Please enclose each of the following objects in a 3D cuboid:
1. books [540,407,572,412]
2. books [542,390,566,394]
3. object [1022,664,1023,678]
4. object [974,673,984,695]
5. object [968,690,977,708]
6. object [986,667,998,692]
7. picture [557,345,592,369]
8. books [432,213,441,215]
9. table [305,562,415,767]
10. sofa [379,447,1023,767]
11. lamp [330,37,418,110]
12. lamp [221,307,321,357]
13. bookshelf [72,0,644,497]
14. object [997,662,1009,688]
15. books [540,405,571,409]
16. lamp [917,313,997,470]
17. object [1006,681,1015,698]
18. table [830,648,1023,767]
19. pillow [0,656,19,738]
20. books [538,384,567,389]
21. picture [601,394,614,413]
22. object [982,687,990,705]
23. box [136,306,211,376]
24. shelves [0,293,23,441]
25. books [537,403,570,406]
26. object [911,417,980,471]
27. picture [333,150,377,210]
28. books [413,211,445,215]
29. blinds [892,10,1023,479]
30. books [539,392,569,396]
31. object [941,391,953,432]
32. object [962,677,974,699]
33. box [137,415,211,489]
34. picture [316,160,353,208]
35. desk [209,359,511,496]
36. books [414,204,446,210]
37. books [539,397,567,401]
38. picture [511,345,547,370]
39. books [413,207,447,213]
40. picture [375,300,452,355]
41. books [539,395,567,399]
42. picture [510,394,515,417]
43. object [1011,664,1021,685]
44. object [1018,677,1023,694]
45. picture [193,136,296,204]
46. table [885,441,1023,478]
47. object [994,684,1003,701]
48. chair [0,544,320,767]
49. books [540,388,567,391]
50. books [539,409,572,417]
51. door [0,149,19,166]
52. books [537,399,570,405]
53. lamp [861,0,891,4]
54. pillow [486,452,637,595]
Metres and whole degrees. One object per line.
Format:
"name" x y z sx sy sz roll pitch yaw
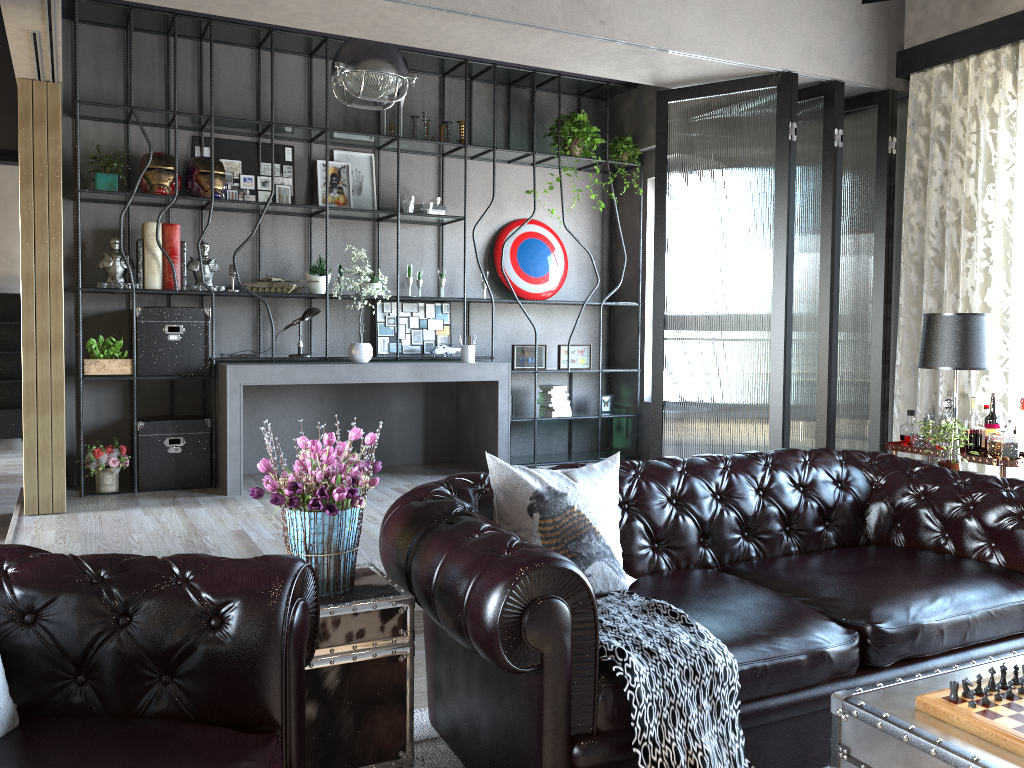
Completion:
"books" 0.374 0.216 7.698 0.175 0.023 0.249 -1 4 -31
"books" 0.364 0.065 7.686 0.162 0.023 0.231 0 3 -11
"object" 1.256 0.700 2.158 0.026 0.044 0.026 1 3 18
"object" 1.096 0.701 2.079 0.022 0.047 0.022 1 3 18
"object" 1.040 0.711 2.003 0.017 0.037 0.017 3 4 44
"object" 1.137 0.697 2.100 0.025 0.055 0.025 1 3 18
"picture" 0.540 -0.234 7.662 0.313 0.212 0.048 -1 3 -27
"books" -0.678 -1.362 7.259 0.179 0.034 0.243 -3 5 -43
"table" -0.534 0.872 2.523 0.417 0.609 0.406 -1 3 -27
"sofa" 0.811 0.731 3.193 2.566 0.838 1.240 -1 4 -27
"lamp" -0.899 -2.291 5.430 0.515 1.148 0.534 3 4 41
"lamp" -1.804 -0.394 6.667 0.740 0.371 0.205 0 3 -2
"bookshelf" -0.969 -0.929 7.041 4.483 3.280 0.527 -1 3 -27
"object" 1.175 0.694 2.120 0.025 0.058 0.025 -1 3 -33
"books" 0.374 0.193 7.697 0.175 0.023 0.249 -1 4 -26
"lamp" 2.089 0.085 4.179 0.333 0.831 0.333 -1 3 -24
"object" 1.159 0.708 2.061 0.017 0.037 0.017 0 3 -20
"table" 1.469 0.985 2.140 1.254 0.469 0.684 -1 4 -27
"pillow" -1.194 0.512 1.709 0.290 0.502 0.541 1 3 11
"books" 0.353 0.023 7.687 0.159 0.024 0.201 -2 4 -37
"picture" 0.849 0.176 7.976 0.137 0.165 0.032 -1 3 -27
"object" 1.082 0.710 2.022 0.017 0.037 0.017 0 3 -20
"box" -2.429 -0.311 6.329 0.489 0.480 0.374 -1 3 -27
"shelves" -5.547 -0.109 9.250 0.911 1.676 0.353 -1 3 -27
"books" 0.356 0.174 7.699 0.192 0.014 0.255 -1 4 -23
"object" 1.987 0.325 4.076 0.270 0.362 0.297 1 3 18
"picture" -1.253 -1.599 7.078 0.332 0.514 0.119 -1 3 -27
"books" -0.688 -1.391 7.259 0.227 0.024 0.166 4 5 42
"blinds" 3.099 -0.378 3.826 0.200 2.972 3.412 -1 3 -27
"books" 0.360 0.086 7.695 0.174 0.019 0.244 -1 4 -27
"object" 2.404 0.196 4.876 0.073 0.320 0.073 -1 3 -36
"object" 1.059 0.704 2.059 0.026 0.044 0.026 1 3 18
"box" -2.437 0.473 6.364 0.489 0.480 0.374 -1 3 -27
"picture" -1.393 -1.543 6.963 0.268 0.413 0.101 -1 3 -27
"desk" -1.155 0.273 6.815 2.129 0.885 0.845 -1 3 -27
"books" -0.681 -1.441 7.254 0.225 0.029 0.179 -2 4 -34
"books" 0.352 0.128 7.700 0.158 0.021 0.224 -1 4 -27
"picture" 0.146 -0.225 7.465 0.313 0.212 0.049 -1 3 -27
"books" -0.676 -1.415 7.265 0.243 0.024 0.175 -1 4 -30
"picture" -0.809 -0.462 7.353 0.665 0.447 0.051 -1 3 -27
"books" 0.358 0.106 7.700 0.155 0.022 0.205 -2 4 -32
"picture" -0.064 0.182 7.497 0.172 0.190 0.036 -1 3 -27
"object" 1.216 0.699 2.140 0.022 0.047 0.022 1 3 18
"object" 1.198 0.707 2.082 0.017 0.037 0.017 0 3 -20
"picture" -2.023 -1.594 6.727 0.749 0.503 0.058 -1 3 -27
"table" 2.399 0.710 4.698 0.438 0.732 0.803 -1 3 -30
"object" 1.121 0.709 2.042 0.017 0.037 0.017 0 3 -20
"chair" -1.118 0.805 1.575 1.244 0.844 1.494 1 3 3
"books" 0.358 0.044 7.697 0.155 0.020 0.205 -1 4 -27
"books" 0.374 0.249 7.697 0.192 0.043 0.248 -1 4 -27
"door" -4.085 -0.368 6.485 1.150 2.542 1.129 -1 3 -27
"books" 0.356 0.153 7.696 0.193 0.028 0.245 -2 4 -32
"lamp" 1.832 -2.114 4.363 0.359 0.519 0.561 2 3 23
"pillow" 0.169 0.448 2.932 0.528 0.469 0.283 -1 3 -24
